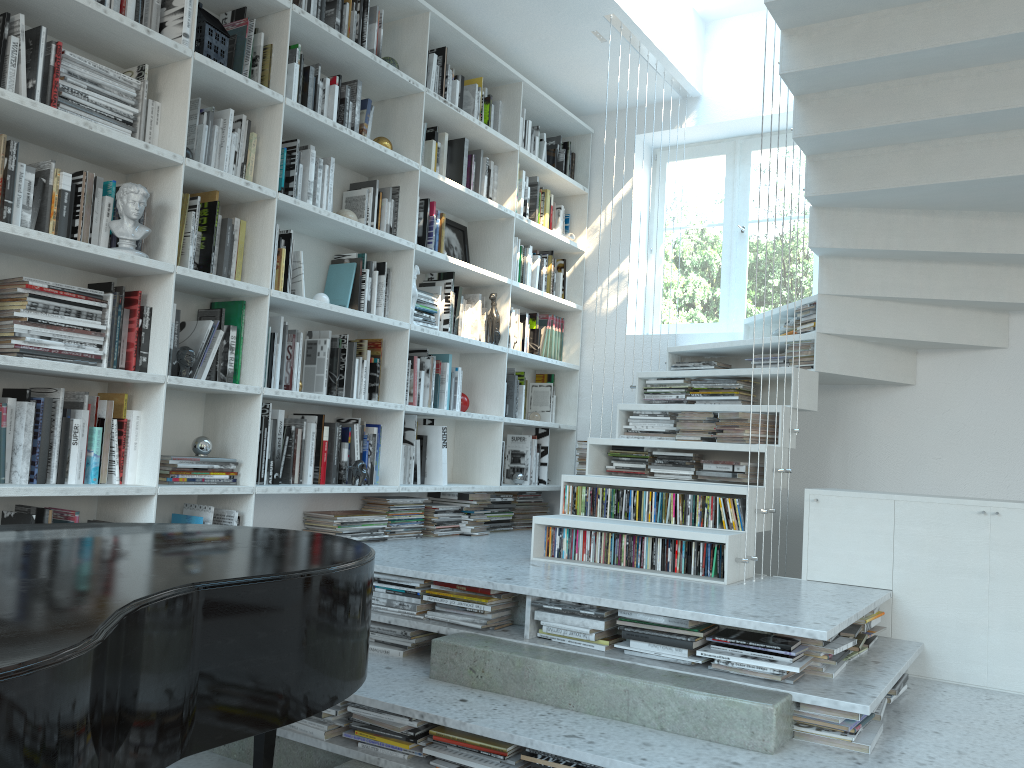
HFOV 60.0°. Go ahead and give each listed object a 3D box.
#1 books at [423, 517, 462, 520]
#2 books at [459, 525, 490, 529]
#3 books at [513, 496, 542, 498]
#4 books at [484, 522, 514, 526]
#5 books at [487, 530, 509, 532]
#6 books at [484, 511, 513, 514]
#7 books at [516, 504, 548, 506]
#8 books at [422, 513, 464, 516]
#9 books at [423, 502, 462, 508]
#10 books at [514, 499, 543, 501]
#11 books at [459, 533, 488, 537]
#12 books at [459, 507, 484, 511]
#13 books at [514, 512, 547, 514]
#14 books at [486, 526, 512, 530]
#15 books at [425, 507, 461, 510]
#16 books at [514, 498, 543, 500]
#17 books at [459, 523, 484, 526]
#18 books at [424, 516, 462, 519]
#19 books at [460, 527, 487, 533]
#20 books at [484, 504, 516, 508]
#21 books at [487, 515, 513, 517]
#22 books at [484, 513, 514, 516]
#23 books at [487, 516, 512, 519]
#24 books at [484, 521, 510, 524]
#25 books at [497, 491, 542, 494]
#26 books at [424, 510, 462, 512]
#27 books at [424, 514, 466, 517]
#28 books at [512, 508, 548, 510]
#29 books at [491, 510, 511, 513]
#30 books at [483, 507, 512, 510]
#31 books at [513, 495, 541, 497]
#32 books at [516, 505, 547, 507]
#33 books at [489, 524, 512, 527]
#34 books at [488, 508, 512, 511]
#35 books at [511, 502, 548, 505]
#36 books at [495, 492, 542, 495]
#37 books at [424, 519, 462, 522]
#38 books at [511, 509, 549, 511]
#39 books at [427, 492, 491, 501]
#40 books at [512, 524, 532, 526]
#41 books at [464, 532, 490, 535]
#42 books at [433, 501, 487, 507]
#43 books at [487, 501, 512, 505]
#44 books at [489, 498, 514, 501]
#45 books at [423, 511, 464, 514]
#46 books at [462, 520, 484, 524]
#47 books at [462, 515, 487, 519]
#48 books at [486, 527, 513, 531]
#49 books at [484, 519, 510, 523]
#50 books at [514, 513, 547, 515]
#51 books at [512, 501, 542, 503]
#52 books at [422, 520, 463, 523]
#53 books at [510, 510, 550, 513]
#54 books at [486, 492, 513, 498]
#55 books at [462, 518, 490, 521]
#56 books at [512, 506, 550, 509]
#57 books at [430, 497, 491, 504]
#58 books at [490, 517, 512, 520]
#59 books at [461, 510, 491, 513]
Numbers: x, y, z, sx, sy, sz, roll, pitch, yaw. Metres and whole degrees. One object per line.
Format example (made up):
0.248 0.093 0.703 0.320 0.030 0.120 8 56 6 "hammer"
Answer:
-0.375 0.686 4.579 0.205 0.007 0.368 0 -5 35 "books"
-0.280 0.740 4.666 0.281 0.008 0.168 1 -5 28 "books"
0.037 0.666 5.260 0.159 0.009 0.285 0 -5 32 "books"
-0.174 0.769 4.908 0.201 0.009 0.360 0 -5 35 "books"
-0.180 0.805 4.908 0.203 0.009 0.320 1 -5 31 "books"
-0.165 0.707 4.910 0.199 0.009 0.315 0 -6 37 "books"
0.036 0.709 5.260 0.207 0.008 0.328 -1 -6 41 "books"
-0.379 0.663 4.584 0.205 0.007 0.368 1 -5 31 "books"
-0.374 0.624 4.585 0.205 0.007 0.368 0 -5 34 "books"
0.042 0.684 5.255 0.159 0.009 0.285 0 -5 35 "books"
-0.279 0.784 4.669 0.278 0.012 0.159 0 -5 35 "books"
-0.276 0.648 4.671 0.196 0.019 0.173 0 -6 37 "books"
0.037 0.755 5.253 0.207 0.008 0.328 0 -5 35 "books"
-0.169 0.786 4.903 0.201 0.009 0.360 1 -5 27 "books"
-0.367 0.632 4.579 0.205 0.007 0.368 1 -5 27 "books"
0.044 0.675 5.255 0.161 0.009 0.254 0 -6 36 "books"
-0.280 0.730 4.667 0.206 0.012 0.183 1 -5 31 "books"
-0.375 0.678 4.580 0.207 0.008 0.328 1 -5 29 "books"
-0.275 0.758 4.675 0.244 0.025 0.160 1 -5 31 "books"
-0.162 0.669 4.914 0.198 0.017 0.354 0 -6 37 "books"
-0.169 0.724 4.911 0.199 0.009 0.315 0 -6 36 "books"
-0.170 0.716 4.913 0.198 0.008 0.354 0 -5 35 "books"
-0.171 0.733 4.911 0.198 0.008 0.354 1 -5 29 "books"
-0.178 0.759 4.911 0.203 0.009 0.320 1 -5 31 "books"
0.043 0.639 5.259 0.161 0.009 0.254 0 -5 34 "books"
-0.376 0.647 4.583 0.207 0.008 0.328 0 -5 34 "books"
-0.377 0.671 4.582 0.207 0.008 0.328 0 -5 34 "books"
0.043 0.732 5.251 0.207 0.008 0.328 0 -6 37 "books"
-0.169 0.698 4.914 0.199 0.009 0.316 1 -5 29 "books"
-0.171 0.681 4.916 0.198 0.008 0.354 1 -5 30 "books"
0.040 0.657 5.259 0.161 0.009 0.254 1 -5 31 "books"
0.037 0.717 5.258 0.207 0.008 0.328 0 -5 34 "books"
-0.179 0.777 4.910 0.201 0.009 0.360 0 -5 33 "books"
-0.169 0.690 4.914 0.198 0.008 0.354 1 -5 29 "books"
0.045 0.702 5.254 0.207 0.008 0.328 0 -6 37 "books"
0.038 0.648 5.261 0.159 0.009 0.285 0 -5 32 "books"
-0.380 0.693 4.582 0.207 0.008 0.328 0 -5 33 "books"
0.040 0.740 5.253 0.207 0.008 0.328 0 -6 38 "books"
-0.277 0.584 4.667 0.266 0.035 0.205 0 -5 33 "books"
0.033 0.823 5.248 0.207 0.008 0.328 0 -5 35 "books"
-0.273 0.775 4.679 0.292 0.008 0.132 1 -5 28 "books"
-0.271 0.632 4.678 0.243 0.015 0.165 0 -5 35 "books"
-0.163 0.652 4.917 0.199 0.018 0.316 1 -5 28 "books"
-0.167 0.634 4.921 0.198 0.017 0.354 0 -5 34 "books"
-0.369 0.656 4.578 0.207 0.008 0.328 0 -6 37 "books"
-0.272 0.719 4.679 0.209 0.013 0.149 0 -5 35 "books"
-0.272 0.691 4.679 0.235 0.014 0.166 0 -5 32 "books"
-0.171 0.796 4.903 0.203 0.009 0.320 0 -6 37 "books"
-0.175 0.750 4.910 0.203 0.009 0.320 1 -5 30 "books"
0.037 0.762 5.253 0.207 0.008 0.328 0 -6 39 "books"
0.042 0.693 5.255 0.161 0.009 0.254 0 -5 35 "books"
-0.381 0.701 4.581 0.205 0.007 0.368 0 -5 33 "books"
0.035 0.747 5.255 0.205 0.007 0.368 0 -6 40 "books"
-0.171 0.617 4.926 0.198 0.017 0.354 0 -5 32 "books"
-0.274 0.701 4.675 0.292 0.008 0.158 0 -5 35 "books"
0.042 0.725 5.254 0.205 0.007 0.368 0 -6 36 "books"
-0.271 0.614 4.678 0.285 0.012 0.159 1 -5 28 "books"
-0.177 0.741 4.913 0.201 0.009 0.360 1 -5 31 "books"
-0.272 0.664 4.677 0.282 0.010 0.169 1 -5 31 "books"
